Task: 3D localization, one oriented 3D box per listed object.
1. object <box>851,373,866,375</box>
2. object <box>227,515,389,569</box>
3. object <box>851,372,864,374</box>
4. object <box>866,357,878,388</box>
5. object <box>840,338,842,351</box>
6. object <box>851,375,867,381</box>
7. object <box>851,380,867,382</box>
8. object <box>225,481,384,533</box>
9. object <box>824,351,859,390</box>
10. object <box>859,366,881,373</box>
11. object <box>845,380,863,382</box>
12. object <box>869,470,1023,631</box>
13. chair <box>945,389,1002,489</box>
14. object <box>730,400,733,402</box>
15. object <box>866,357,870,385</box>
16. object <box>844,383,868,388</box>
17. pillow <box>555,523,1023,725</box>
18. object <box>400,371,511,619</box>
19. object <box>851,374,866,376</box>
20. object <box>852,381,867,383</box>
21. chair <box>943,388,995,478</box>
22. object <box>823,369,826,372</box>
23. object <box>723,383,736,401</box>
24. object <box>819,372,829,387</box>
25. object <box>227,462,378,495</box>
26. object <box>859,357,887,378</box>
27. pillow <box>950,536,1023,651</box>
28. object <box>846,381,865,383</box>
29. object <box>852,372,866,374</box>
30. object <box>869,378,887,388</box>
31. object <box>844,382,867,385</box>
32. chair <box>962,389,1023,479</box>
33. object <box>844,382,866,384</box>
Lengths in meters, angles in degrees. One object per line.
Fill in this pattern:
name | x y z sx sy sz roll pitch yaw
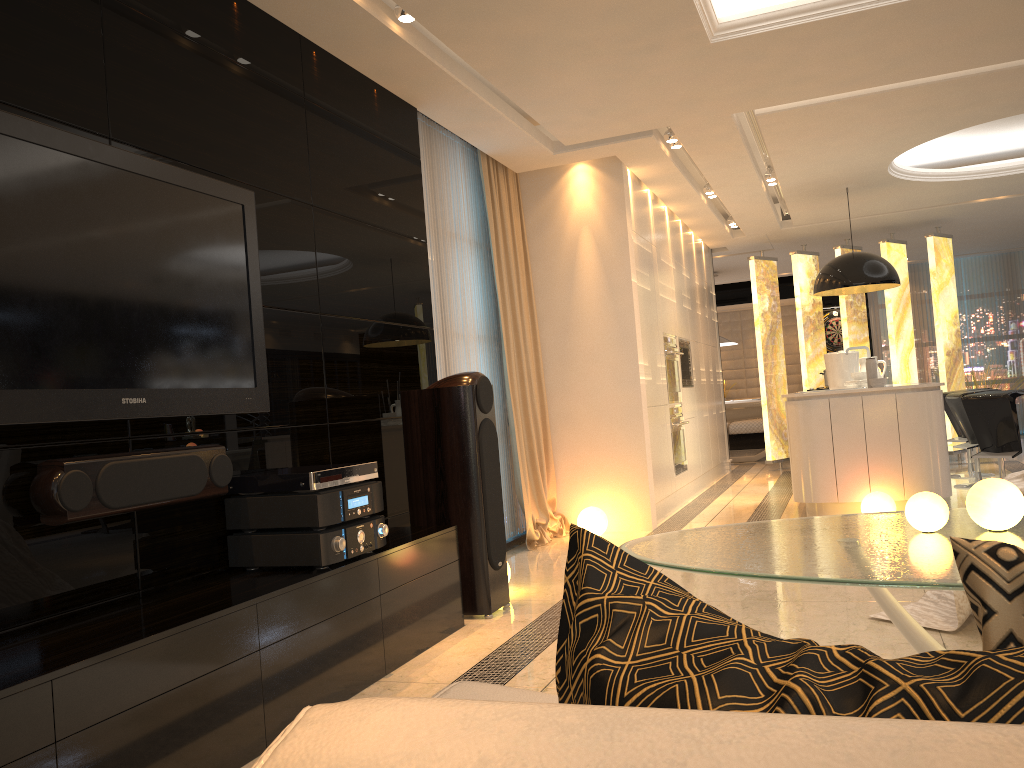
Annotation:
object | 2.875 -0.060 7.332 0.138 0.051 0.138 -4 -2 -21
object | -0.714 0.575 3.226 0.419 0.130 0.446 -5 -2 21
object | 2.875 -0.072 7.332 0.138 0.051 0.138 -4 -2 -21
object | 2.563 -0.084 6.314 0.071 0.219 0.071 -5 -2 12
object | 4.911 0.119 13.065 0.027 1.605 0.026 -4 -2 -31
object | 2.877 -0.043 7.331 0.138 0.051 0.138 -4 -2 -21
object | 2.878 -0.019 7.330 0.229 0.016 0.229 -3 -2 -40
object | -0.730 0.445 3.232 0.407 0.130 0.446 -5 -2 21
object | 2.855 -0.123 7.658 0.288 0.330 0.288 -6 -2 38
object | 3.195 -0.083 7.949 0.212 0.214 0.213 -4 -2 -19
object | 2.878 -0.023 7.330 0.229 0.016 0.229 -3 -2 -40
object | 2.087 0.562 3.155 0.972 0.580 1.347 -3 -2 -32
chair | 3.823 0.449 7.325 0.380 0.789 0.380 -5 -2 3
object | 3.063 0.251 12.351 0.057 0.057 0.057 -4 -2 -10
object | 2.601 -0.084 6.414 0.071 0.219 0.071 -4 -2 -3
object | 2.881 0.014 7.330 0.264 0.033 0.264 -4 -2 -10
pillow | 0.241 0.349 0.724 0.301 0.436 0.575 -3 -2 -38
object | -0.298 0.515 4.205 0.468 1.127 0.285 -5 -2 21
object | 2.876 -0.054 7.332 0.138 0.051 0.138 -4 -2 -21
object | 2.879 -0.009 7.330 0.229 0.016 0.229 -3 -2 -40
chair | 4.156 0.445 8.090 0.380 0.789 0.380 -4 -2 -12
object | 3.208 -0.138 8.793 0.256 0.212 0.249 -3 -2 -34
object | 3.664 0.274 15.113 0.390 0.718 0.388 -5 -2 12
object | 3.223 -0.053 8.791 0.253 0.147 0.266 -4 -2 -26
object | -0.757 0.347 3.244 0.371 0.070 0.441 -5 -2 21
object | 3.128 -0.105 7.731 0.211 0.254 0.183 -4 -2 -17
pillow | 0.607 0.315 0.559 0.575 0.436 0.301 -5 -2 27
object | 2.878 -0.014 7.330 0.229 0.016 0.229 -3 -2 -40
object | 2.875 -0.066 7.332 0.138 0.051 0.138 -4 -2 -21
object | 2.568 -0.008 6.222 0.111 0.062 0.111 -6 -2 42
object | 2.881 0.008 7.330 0.264 0.033 0.264 -4 -2 -10
chair | 3.505 0.447 6.372 0.380 0.789 0.380 -3 -2 -37
object | 2.880 0.002 7.330 0.264 0.033 0.264 -4 -2 -10
